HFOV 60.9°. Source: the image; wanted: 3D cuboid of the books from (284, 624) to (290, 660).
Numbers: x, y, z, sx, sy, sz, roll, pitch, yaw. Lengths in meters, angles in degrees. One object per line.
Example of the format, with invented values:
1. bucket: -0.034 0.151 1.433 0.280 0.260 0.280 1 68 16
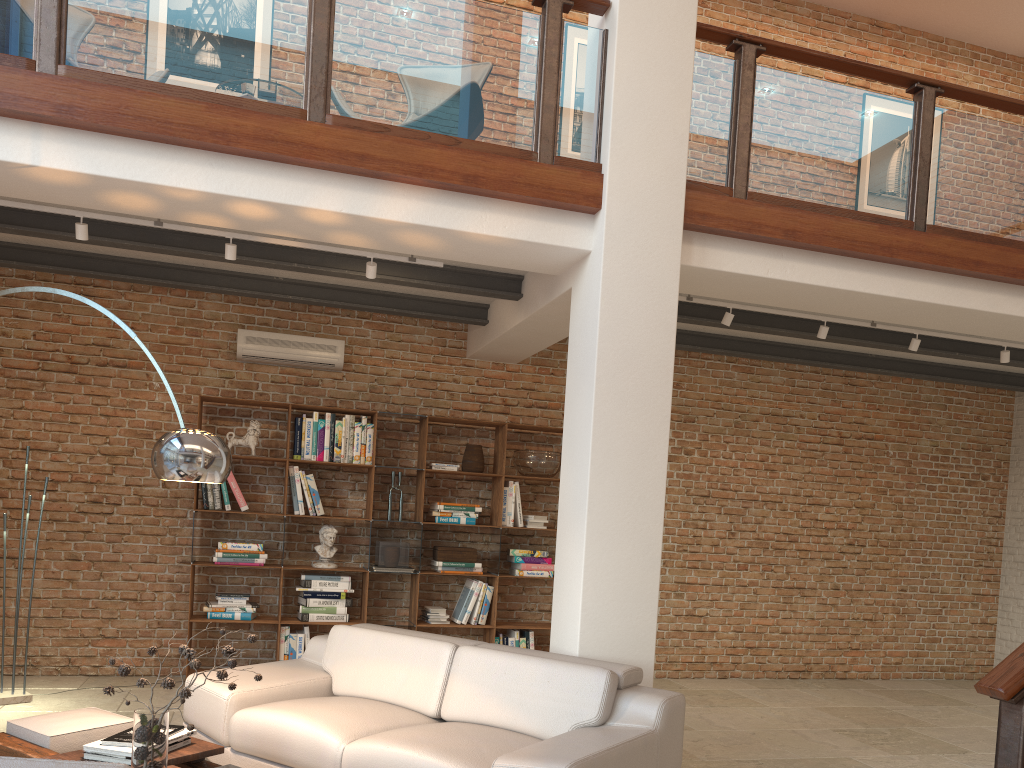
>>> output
1. books: -1.791 2.094 6.909 0.036 0.382 0.244 3 -1 -16

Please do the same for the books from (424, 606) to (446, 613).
1. books: -0.638 1.873 7.237 0.133 0.033 0.207 6 -9 -21

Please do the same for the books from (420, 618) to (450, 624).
1. books: -0.639 1.970 7.248 0.172 0.018 0.237 8 -10 -28

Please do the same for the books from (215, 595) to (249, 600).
1. books: -2.181 1.663 6.787 0.238 0.018 0.172 7 -9 -23

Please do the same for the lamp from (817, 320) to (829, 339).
1. lamp: 2.090 -0.357 5.857 0.061 0.128 0.086 3 -1 -14

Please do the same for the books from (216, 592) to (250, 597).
1. books: -2.165 1.635 6.769 0.253 0.017 0.163 6 -9 -16

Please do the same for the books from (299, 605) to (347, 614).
1. books: -1.511 1.792 6.968 0.363 0.055 0.284 5 -8 -14

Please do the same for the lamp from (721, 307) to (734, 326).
1. lamp: 1.399 -0.429 5.651 0.086 0.128 0.060 2 -1 44

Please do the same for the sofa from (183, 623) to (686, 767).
1. sofa: -0.437 1.681 4.312 2.325 0.751 1.157 -2 -7 34

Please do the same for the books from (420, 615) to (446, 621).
1. books: -0.654 1.940 7.231 0.163 0.017 0.253 7 -9 -21

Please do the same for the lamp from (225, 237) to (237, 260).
1. lamp: -1.543 -0.735 4.785 0.061 0.128 0.086 3 -1 -14

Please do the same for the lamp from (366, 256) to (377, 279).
1. lamp: -0.808 -0.663 5.011 0.061 0.115 0.095 3 -2 -9

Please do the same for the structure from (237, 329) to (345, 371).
1. structure: -1.750 -0.264 6.907 0.815 0.218 0.200 6 -3 -16

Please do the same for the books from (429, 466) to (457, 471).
1. books: -0.562 0.693 7.122 0.206 0.033 0.133 6 -8 -16

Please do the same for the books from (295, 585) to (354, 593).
1. books: -1.497 1.632 6.948 0.446 0.020 0.274 6 -9 -16

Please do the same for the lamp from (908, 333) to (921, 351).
1. lamp: 2.803 -0.283 6.068 0.061 0.128 0.086 3 -1 -14

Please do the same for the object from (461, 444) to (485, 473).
1. object: -0.318 0.619 7.185 0.192 0.232 0.195 2 -3 31

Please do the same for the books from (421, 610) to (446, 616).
1. books: -0.651 1.896 7.229 0.163 0.017 0.254 6 -9 -16

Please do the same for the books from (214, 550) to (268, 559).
1. books: -2.104 1.322 6.751 0.382 0.036 0.245 7 -9 -22

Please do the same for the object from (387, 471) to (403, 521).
1. object: -0.937 0.904 7.028 0.122 0.397 0.061 3 2 -14

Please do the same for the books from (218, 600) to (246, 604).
1. books: -2.175 1.689 6.783 0.206 0.033 0.133 6 -8 -16

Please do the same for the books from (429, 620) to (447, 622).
1. books: -0.643 1.955 7.239 0.157 0.008 0.244 7 -9 -21

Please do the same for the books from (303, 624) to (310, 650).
1. books: -1.634 2.110 6.962 0.079 0.383 0.244 3 -1 -16

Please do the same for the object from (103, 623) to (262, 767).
1. object: -1.169 1.158 3.181 0.315 0.604 0.546 3 -2 45

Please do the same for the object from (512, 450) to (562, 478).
1. object: 0.219 0.687 7.389 0.437 0.217 0.441 0 -7 25

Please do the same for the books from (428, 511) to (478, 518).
1. books: -0.494 1.083 7.224 0.381 0.036 0.246 6 -9 -16

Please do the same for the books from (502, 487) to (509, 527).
1. books: -0.095 1.031 7.328 0.056 0.328 0.255 3 -2 -16

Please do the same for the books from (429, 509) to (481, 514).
1. books: -0.474 1.056 7.218 0.382 0.018 0.245 7 -9 -23

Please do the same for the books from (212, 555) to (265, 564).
1. books: -2.119 1.358 6.756 0.381 0.036 0.245 7 -9 -21

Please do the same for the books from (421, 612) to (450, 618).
1. books: -0.636 1.918 7.246 0.172 0.018 0.237 7 -9 -23

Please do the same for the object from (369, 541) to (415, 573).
1. object: -0.973 1.396 7.064 0.337 0.232 0.285 5 -5 -16

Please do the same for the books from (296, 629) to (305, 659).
1. books: -1.690 2.128 6.925 0.056 0.328 0.255 3 -2 -16

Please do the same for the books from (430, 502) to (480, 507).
1. books: -0.475 1.001 7.227 0.357 0.020 0.274 6 -9 -18

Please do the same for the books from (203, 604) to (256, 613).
1. books: -2.188 1.739 6.768 0.381 0.036 0.246 6 -9 -16

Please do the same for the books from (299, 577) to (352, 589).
1. books: -1.491 1.592 6.966 0.382 0.064 0.245 7 -9 -22

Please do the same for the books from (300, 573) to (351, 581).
1. books: -1.491 1.540 6.959 0.381 0.036 0.246 6 -9 -16

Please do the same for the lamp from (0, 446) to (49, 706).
1. lamp: -3.307 1.197 5.721 0.198 1.813 0.420 5 2 44

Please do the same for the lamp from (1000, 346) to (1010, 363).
1. lamp: 3.554 -0.206 6.282 0.059 0.128 0.088 4 -1 34

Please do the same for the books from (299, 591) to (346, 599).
1. books: -1.511 1.667 6.933 0.328 0.055 0.256 7 -9 -21

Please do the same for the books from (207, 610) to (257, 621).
1. books: -2.169 1.786 6.768 0.327 0.055 0.257 4 -8 -6

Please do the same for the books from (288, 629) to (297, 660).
1. books: -1.746 2.124 6.915 0.058 0.328 0.255 3 -2 -16

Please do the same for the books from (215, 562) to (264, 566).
1. books: -2.114 1.388 6.766 0.357 0.020 0.274 6 -9 -16

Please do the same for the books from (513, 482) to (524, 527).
1. books: 0.026 1.020 7.385 0.102 0.382 0.244 3 -1 -16

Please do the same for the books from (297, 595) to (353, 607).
1. books: -1.492 1.732 6.954 0.382 0.064 0.245 8 -9 -29

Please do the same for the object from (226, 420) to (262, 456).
1. object: -2.055 0.407 6.679 0.252 0.282 0.130 4 0 -8

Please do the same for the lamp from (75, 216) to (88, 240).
1. lamp: -2.256 -0.813 4.574 0.061 0.120 0.086 3 -2 -14

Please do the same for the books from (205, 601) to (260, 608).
1. books: -2.169 1.712 6.762 0.382 0.018 0.245 7 -9 -23

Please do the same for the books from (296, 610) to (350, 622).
1. books: -1.508 1.850 6.952 0.382 0.064 0.245 7 -8 -22

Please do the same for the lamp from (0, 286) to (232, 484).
1. lamp: -2.164 0.736 3.954 2.026 2.341 0.319 2 1 20

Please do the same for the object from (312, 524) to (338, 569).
1. object: -1.479 1.290 6.939 0.196 0.348 0.194 3 0 0

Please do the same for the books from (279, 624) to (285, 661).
1. books: -1.822 2.089 6.883 0.036 0.382 0.244 3 -1 -16

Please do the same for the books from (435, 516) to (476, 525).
1. books: -0.474 1.130 7.224 0.327 0.055 0.257 4 -8 -6

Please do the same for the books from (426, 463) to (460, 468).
1. books: -0.568 0.667 7.126 0.238 0.018 0.172 7 -9 -23

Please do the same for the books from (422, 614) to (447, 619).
1. books: -0.641 1.929 7.238 0.157 0.008 0.244 7 -9 -21

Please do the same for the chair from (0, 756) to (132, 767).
1. chair: -0.818 1.165 1.817 1.027 1.010 0.978 3 -3 0

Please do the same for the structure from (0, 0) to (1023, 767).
1. structure: 2.264 -0.347 1.018 10.192 4.106 13.946 5 -8 -16

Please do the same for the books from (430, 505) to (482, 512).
1. books: -0.469 1.028 7.209 0.382 0.036 0.245 7 -9 -22
